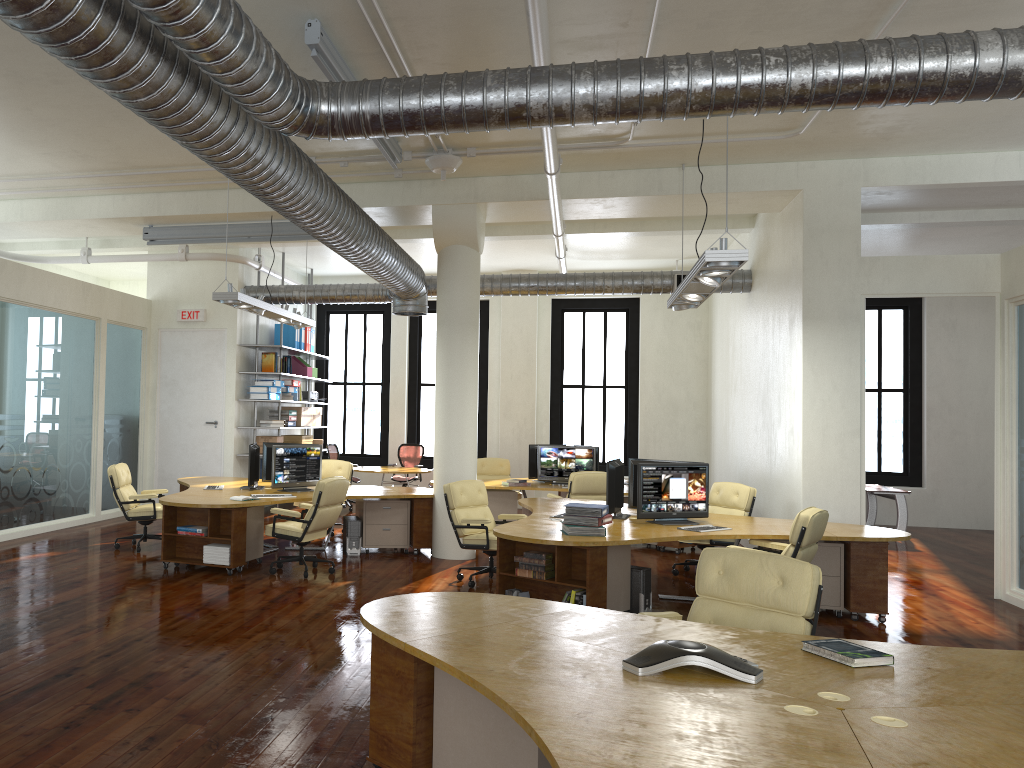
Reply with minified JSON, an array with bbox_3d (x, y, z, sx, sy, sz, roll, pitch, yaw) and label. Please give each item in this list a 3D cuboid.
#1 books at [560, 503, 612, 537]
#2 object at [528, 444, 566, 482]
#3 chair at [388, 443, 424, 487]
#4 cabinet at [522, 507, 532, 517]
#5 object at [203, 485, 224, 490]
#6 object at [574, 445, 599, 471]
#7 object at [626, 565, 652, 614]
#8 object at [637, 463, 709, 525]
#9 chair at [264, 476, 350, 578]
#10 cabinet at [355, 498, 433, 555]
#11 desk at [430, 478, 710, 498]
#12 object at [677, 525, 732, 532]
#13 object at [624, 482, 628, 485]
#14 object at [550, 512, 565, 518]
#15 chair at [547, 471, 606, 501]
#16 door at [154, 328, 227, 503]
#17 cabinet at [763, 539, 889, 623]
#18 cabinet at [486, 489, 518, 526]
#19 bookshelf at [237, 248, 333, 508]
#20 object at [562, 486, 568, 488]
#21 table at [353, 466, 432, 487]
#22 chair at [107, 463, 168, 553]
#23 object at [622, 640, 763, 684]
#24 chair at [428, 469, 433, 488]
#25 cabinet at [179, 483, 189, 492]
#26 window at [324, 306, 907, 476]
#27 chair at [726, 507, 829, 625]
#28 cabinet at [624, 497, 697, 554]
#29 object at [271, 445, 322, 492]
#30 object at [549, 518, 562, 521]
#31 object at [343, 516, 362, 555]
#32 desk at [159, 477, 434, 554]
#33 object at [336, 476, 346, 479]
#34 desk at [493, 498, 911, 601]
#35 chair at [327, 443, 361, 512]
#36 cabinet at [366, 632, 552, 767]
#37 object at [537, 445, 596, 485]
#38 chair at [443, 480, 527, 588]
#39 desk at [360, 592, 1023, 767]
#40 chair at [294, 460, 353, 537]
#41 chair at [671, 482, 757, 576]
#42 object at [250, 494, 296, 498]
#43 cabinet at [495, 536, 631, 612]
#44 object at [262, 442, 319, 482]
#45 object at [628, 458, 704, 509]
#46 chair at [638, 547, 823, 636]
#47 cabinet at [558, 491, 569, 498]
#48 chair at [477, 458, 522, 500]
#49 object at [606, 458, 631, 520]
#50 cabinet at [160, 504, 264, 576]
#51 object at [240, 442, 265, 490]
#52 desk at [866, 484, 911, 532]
[{"bbox_3d":[0.583,1.114,7.305,0.446,0.227,0.426,0,-2,21],"label":"books"},{"bbox_3d":[0.526,1.181,13.286,0.732,0.552,0.320,3,-3,-39],"label":"object"},{"bbox_3d":[-1.912,1.682,16.281,0.775,1.158,0.710,0,-2,19],"label":"chair"},{"bbox_3d":[0.700,1.713,9.839,0.836,0.709,0.942,2,-2,-21],"label":"cabinet"},{"bbox_3d":[-3.635,1.260,10.814,0.222,0.016,0.490,2,-2,-14],"label":"object"},{"bbox_3d":[1.099,1.187,13.113,0.277,0.552,0.846,2,-2,-19],"label":"object"},{"bbox_3d":[0.954,1.785,7.708,0.528,0.411,0.163,-1,-3,40],"label":"object"},{"bbox_3d":[1.489,1.003,8.147,0.754,0.552,0.311,2,-2,-22],"label":"object"},{"bbox_3d":[-2.172,1.473,9.342,0.836,1.021,0.667,0,-2,20],"label":"chair"},{"bbox_3d":[-1.469,1.712,11.059,0.860,0.709,0.916,2,-2,-13],"label":"cabinet"},{"bbox_3d":[0.972,1.834,13.264,4.125,0.734,3.299,1,-2,16],"label":"desk"},{"bbox_3d":[1.685,1.260,7.747,0.431,0.016,0.252,3,-3,-39],"label":"object"},{"bbox_3d":[1.647,1.469,13.159,0.222,0.016,0.490,2,-2,-14],"label":"object"},{"bbox_3d":[0.543,1.267,8.569,0.248,0.016,0.438,0,-2,23],"label":"object"},{"bbox_3d":[0.886,1.628,11.580,0.676,1.021,0.827,2,-2,-21],"label":"chair"},{"bbox_3d":[-5.283,0.601,14.549,1.298,3.029,0.091,0,-2,14],"label":"door"},{"bbox_3d":[2.773,1.690,8.046,0.928,0.709,0.849,1,-2,10],"label":"cabinet"},{"bbox_3d":[-0.464,1.798,12.683,0.853,0.709,0.924,2,-2,-15],"label":"cabinet"},{"bbox_3d":[-3.982,0.067,16.051,0.679,4.602,3.476,1,-2,5],"label":"bookshelf"},{"bbox_3d":[0.943,1.413,12.101,0.511,0.016,0.213,0,-2,22],"label":"object"},{"bbox_3d":[-2.146,1.847,15.399,1.627,0.745,1.340,0,-3,36],"label":"table"},{"bbox_3d":[-4.468,1.475,10.730,0.775,1.021,0.724,1,-2,-5],"label":"chair"},{"bbox_3d":[0.675,1.032,3.416,0.532,0.093,0.421,1,-2,6],"label":"object"},{"bbox_3d":[-4.394,1.540,14.047,7.468,1.158,0.999,2,-2,-18],"label":"chair"},{"bbox_3d":[-3.938,1.696,12.064,0.800,0.709,0.978,3,-3,-43],"label":"cabinet"},{"bbox_3d":[3.591,0.489,0.373,71.758,14.079,47.482,1,-2,-5],"label":"window"},{"bbox_3d":[2.093,1.485,7.202,0.856,1.021,0.649,0,-2,35],"label":"chair"},{"bbox_3d":[2.028,1.818,11.781,0.979,0.709,0.799,-1,-3,45],"label":"cabinet"},{"bbox_3d":[-2.578,1.010,10.675,0.321,0.552,0.729,-1,-3,39],"label":"object"},{"bbox_3d":[0.402,1.250,8.186,0.111,0.015,0.134,1,-2,-3],"label":"object"},{"bbox_3d":[-1.946,1.840,10.788,0.174,0.411,0.495,1,-2,-14],"label":"object"},{"bbox_3d":[-3.157,1.662,11.222,3.515,0.734,3.850,3,-3,-42],"label":"desk"},{"bbox_3d":[-2.232,1.262,11.490,0.129,0.131,0.119,3,-3,-39],"label":"object"},{"bbox_3d":[1.146,1.666,8.825,3.679,0.734,3.701,2,-2,-19],"label":"desk"},{"bbox_3d":[-2.948,1.637,15.732,0.803,1.158,0.686,0,-2,14],"label":"chair"},{"bbox_3d":[-0.034,1.472,4.030,0.799,0.709,0.979,3,-3,-45],"label":"cabinet"},{"bbox_3d":[0.780,1.163,12.684,0.833,0.552,0.281,1,-2,9],"label":"object"},{"bbox_3d":[-0.239,1.502,8.969,0.858,1.021,0.647,-1,-3,40],"label":"chair"},{"bbox_3d":[1.450,1.445,2.959,3.376,0.734,4.040,2,-2,-14],"label":"desk"},{"bbox_3d":[-2.657,1.582,12.436,0.768,1.021,0.727,0,-2,19],"label":"chair"},{"bbox_3d":[2.145,1.582,9.664,0.736,1.021,0.759,2,-2,-20],"label":"chair"},{"bbox_3d":[-2.652,1.246,9.864,0.444,0.016,0.245,2,-2,-23],"label":"object"},{"bbox_3d":[0.480,1.616,7.459,0.974,0.709,0.802,-1,-3,40],"label":"cabinet"},{"bbox_3d":[-2.813,1.027,11.253,0.868,0.552,0.270,0,-2,23],"label":"object"},{"bbox_3d":[1.510,1.026,8.721,0.889,0.552,0.263,-1,-3,44],"label":"object"},{"bbox_3d":[1.037,1.352,4.370,0.706,1.021,0.787,3,-3,-41],"label":"chair"},{"bbox_3d":[1.162,1.894,14.233,0.937,0.709,0.840,1,-2,15],"label":"cabinet"},{"bbox_3d":[-0.238,1.703,14.162,0.686,1.021,0.815,2,-2,-16],"label":"chair"},{"bbox_3d":[0.982,1.009,8.602,0.311,0.552,0.755,0,-2,16],"label":"object"},{"bbox_3d":[-3.180,1.617,9.598,0.944,0.709,0.833,0,-2,18],"label":"cabinet"},{"bbox_3d":[-3.195,1.005,10.912,0.286,0.552,0.820,1,-2,-10],"label":"object"},{"bbox_3d":[5.288,1.999,14.396,1.680,0.695,1.542,1,-2,10],"label":"desk"}]
